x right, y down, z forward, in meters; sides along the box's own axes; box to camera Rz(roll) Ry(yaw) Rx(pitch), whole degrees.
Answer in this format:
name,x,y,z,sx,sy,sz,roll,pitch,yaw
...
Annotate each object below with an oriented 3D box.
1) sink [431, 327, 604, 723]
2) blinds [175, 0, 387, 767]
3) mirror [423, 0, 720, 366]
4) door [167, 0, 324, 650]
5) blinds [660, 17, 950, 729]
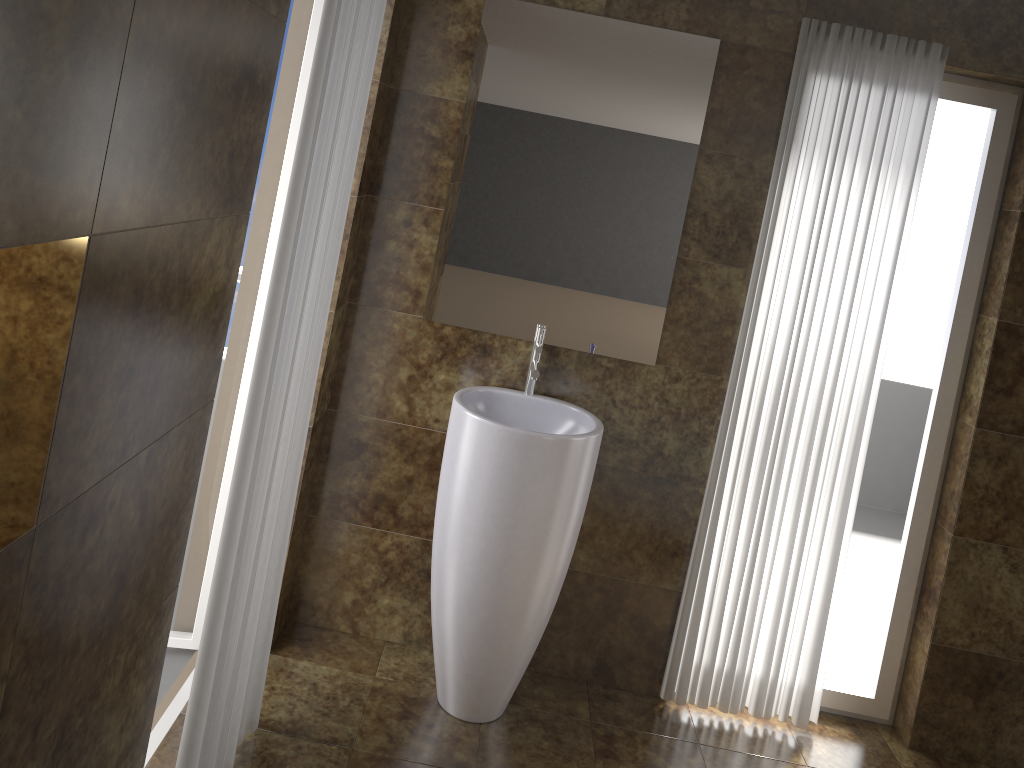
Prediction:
name,x,y,z,sx,sy,sz,roll,pitch,yaw
sink,-0.016,0.413,2.594,0.460,1.113,0.442,11,3,2
blinds,-0.494,-0.128,2.034,0.068,2.229,0.608,11,2,-2
mirror,0.190,-0.660,2.799,0.768,1.069,0.008,11,1,1
door,-1.187,-0.335,2.522,0.955,2.181,0.040,11,1,-9
blinds,0.945,-0.031,2.762,0.519,2.218,0.068,11,1,1
